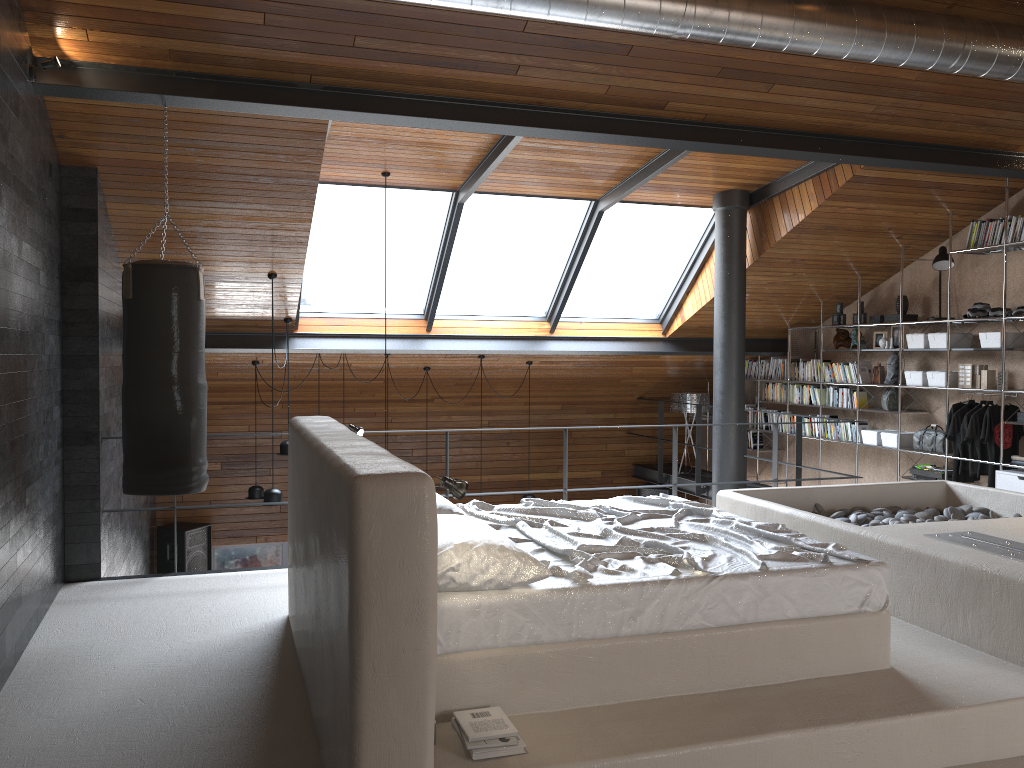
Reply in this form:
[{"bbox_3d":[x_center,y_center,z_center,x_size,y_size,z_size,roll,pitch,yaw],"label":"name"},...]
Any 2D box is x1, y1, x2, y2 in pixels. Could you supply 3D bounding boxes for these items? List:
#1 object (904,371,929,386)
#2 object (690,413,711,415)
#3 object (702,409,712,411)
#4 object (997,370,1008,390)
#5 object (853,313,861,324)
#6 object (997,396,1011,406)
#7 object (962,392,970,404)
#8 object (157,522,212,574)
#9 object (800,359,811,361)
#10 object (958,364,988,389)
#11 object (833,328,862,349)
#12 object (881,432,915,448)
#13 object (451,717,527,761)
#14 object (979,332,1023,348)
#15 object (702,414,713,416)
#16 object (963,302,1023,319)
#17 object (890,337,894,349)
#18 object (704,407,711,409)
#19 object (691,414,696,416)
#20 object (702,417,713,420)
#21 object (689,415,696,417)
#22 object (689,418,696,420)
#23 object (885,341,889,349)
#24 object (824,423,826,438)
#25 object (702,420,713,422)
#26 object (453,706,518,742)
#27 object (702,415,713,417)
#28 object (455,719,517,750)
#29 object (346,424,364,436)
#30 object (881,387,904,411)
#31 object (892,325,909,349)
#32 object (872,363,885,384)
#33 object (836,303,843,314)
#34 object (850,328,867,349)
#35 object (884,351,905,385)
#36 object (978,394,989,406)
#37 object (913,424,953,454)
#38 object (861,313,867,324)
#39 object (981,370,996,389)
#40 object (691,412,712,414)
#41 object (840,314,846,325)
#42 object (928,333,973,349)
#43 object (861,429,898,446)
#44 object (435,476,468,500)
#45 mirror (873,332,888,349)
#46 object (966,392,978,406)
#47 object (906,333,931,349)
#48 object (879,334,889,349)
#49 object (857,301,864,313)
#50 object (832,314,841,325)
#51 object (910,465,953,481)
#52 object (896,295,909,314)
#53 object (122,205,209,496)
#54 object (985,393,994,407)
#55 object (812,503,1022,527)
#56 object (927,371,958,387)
[{"bbox_3d":[3.730,-0.051,7.989,0.295,0.136,0.228,0,2,-18],"label":"object"},{"bbox_3d":[2.511,0.395,11.783,0.224,0.017,0.167,0,2,-18],"label":"object"},{"bbox_3d":[2.500,0.340,11.764,0.252,0.028,0.180,0,2,-18],"label":"object"},{"bbox_3d":[3.977,-0.033,7.186,0.074,0.156,0.078,1,2,32],"label":"object"},{"bbox_3d":[3.451,-0.648,8.866,0.029,0.117,0.086,-1,2,-27],"label":"object"},{"bbox_3d":[3.982,0.138,7.183,0.283,0.118,0.016,0,2,-18],"label":"object"},{"bbox_3d":[3.869,0.127,7.533,0.283,0.118,0.016,0,2,-18],"label":"object"},{"bbox_3d":[-3.643,2.718,9.759,0.686,2.298,0.639,1,2,20],"label":"object"},{"bbox_3d":[3.195,-0.154,9.634,0.146,0.240,0.023,0,2,-18],"label":"object"},{"bbox_3d":[3.898,-0.068,7.487,0.142,0.205,0.196,0,2,-19],"label":"object"},{"bbox_3d":[3.406,-0.459,9.002,0.278,0.222,0.138,1,2,28],"label":"object"},{"bbox_3d":[3.637,0.522,8.285,0.295,0.136,0.228,0,2,-18],"label":"object"},{"bbox_3d":[-0.078,1.129,2.854,0.176,0.028,0.269,0,2,-18],"label":"object"},{"bbox_3d":[3.988,-0.354,7.199,0.290,0.124,0.222,0,2,-18],"label":"object"},{"bbox_3d":[2.573,0.401,11.536,0.203,0.013,0.161,0,2,-18],"label":"object"},{"bbox_3d":[3.980,-0.606,7.236,0.286,0.141,0.657,-1,2,-25],"label":"object"},{"bbox_3d":[3.546,-0.384,8.278,0.037,0.114,0.037,-1,2,-32],"label":"object"},{"bbox_3d":[2.505,0.316,11.782,0.233,0.021,0.174,0,2,-18],"label":"object"},{"bbox_3d":[2.512,0.410,11.793,0.216,0.012,0.161,0,2,-18],"label":"object"},{"bbox_3d":[2.594,0.448,11.535,0.262,0.025,0.176,0,2,-18],"label":"object"},{"bbox_3d":[2.499,0.422,11.783,0.243,0.012,0.159,0,2,-18],"label":"object"},{"bbox_3d":[2.500,0.466,11.784,0.234,0.025,0.176,0,2,-18],"label":"object"},{"bbox_3d":[3.521,-0.367,8.323,0.037,0.077,0.037,-1,2,-32],"label":"object"},{"bbox_3d":[3.308,0.467,9.223,0.131,0.180,0.042,0,2,-18],"label":"object"},{"bbox_3d":[2.580,0.481,11.537,0.201,0.012,0.161,0,2,-18],"label":"object"},{"bbox_3d":[-0.088,1.096,2.862,0.161,0.015,0.206,0,2,-18],"label":"object"},{"bbox_3d":[2.603,0.417,11.521,0.228,0.016,0.182,0,2,-18],"label":"object"},{"bbox_3d":[-0.087,1.109,2.847,0.159,0.015,0.231,0,2,-13],"label":"object"},{"bbox_3d":[-0.889,0.273,4.800,0.165,0.106,0.085,1,2,10],"label":"object"},{"bbox_3d":[3.611,0.132,8.423,0.166,0.240,0.390,1,2,15],"label":"object"},{"bbox_3d":[3.614,-0.435,8.256,0.062,0.219,0.157,0,2,-18],"label":"object"},{"bbox_3d":[3.538,-0.100,8.566,0.082,0.202,0.227,1,2,34],"label":"object"},{"bbox_3d":[3.339,-0.767,9.036,0.029,0.114,0.084,0,2,-11],"label":"object"},{"bbox_3d":[3.444,-0.450,8.802,0.197,0.220,0.102,-1,2,-34],"label":"object"},{"bbox_3d":[3.592,-0.139,8.340,0.157,0.339,0.229,1,2,9],"label":"object"},{"bbox_3d":[3.918,0.174,7.371,0.387,0.197,0.009,0,2,-22],"label":"object"},{"bbox_3d":[3.760,0.481,7.896,0.166,0.247,0.376,0,2,-20],"label":"object"},{"bbox_3d":[3.482,-0.645,8.774,0.029,0.117,0.086,0,2,7],"label":"object"},{"bbox_3d":[3.900,-0.036,7.260,0.074,0.156,0.078,0,2,-3],"label":"object"},{"bbox_3d":[2.503,0.379,11.766,0.246,0.016,0.182,0,2,-18],"label":"object"},{"bbox_3d":[3.361,-0.650,8.995,0.029,0.117,0.086,0,2,2],"label":"object"},{"bbox_3d":[3.818,-0.377,7.727,0.295,0.136,0.228,0,2,-18],"label":"object"},{"bbox_3d":[3.554,0.514,8.540,0.295,0.136,0.228,0,2,-18],"label":"object"},{"bbox_3d":[-0.212,0.338,2.761,0.156,0.106,0.087,0,2,-21],"label":"object"},{"bbox_3d":[3.567,-0.421,8.567,0.130,0.168,0.069,2,2,42],"label":"mirror"},{"bbox_3d":[3.881,0.170,7.488,0.387,0.197,0.009,0,2,-22],"label":"object"},{"bbox_3d":[3.738,-0.385,7.975,0.295,0.136,0.228,0,2,-18],"label":"object"},{"bbox_3d":[3.543,-0.406,8.442,0.091,0.146,0.091,1,2,16],"label":"object"},{"bbox_3d":[3.464,-0.762,8.816,0.029,0.114,0.084,0,2,-6],"label":"object"},{"bbox_3d":[3.322,-0.653,9.085,0.029,0.117,0.086,-1,2,-32],"label":"object"},{"bbox_3d":[3.801,0.795,7.896,0.320,0.114,0.404,0,2,-18],"label":"object"},{"bbox_3d":[3.648,-0.737,8.291,0.115,0.177,0.115,0,2,7],"label":"object"},{"bbox_3d":[-1.931,-0.189,4.951,0.445,1.603,0.442,1,2,10],"label":"object"},{"bbox_3d":[3.938,0.176,7.310,0.387,0.197,0.009,0,2,-22],"label":"object"},{"bbox_3d":[2.433,0.899,5.360,1.842,0.246,1.435,0,2,-18],"label":"object"},{"bbox_3d":[3.811,-0.042,7.736,0.295,0.136,0.228,0,2,-18],"label":"object"}]
